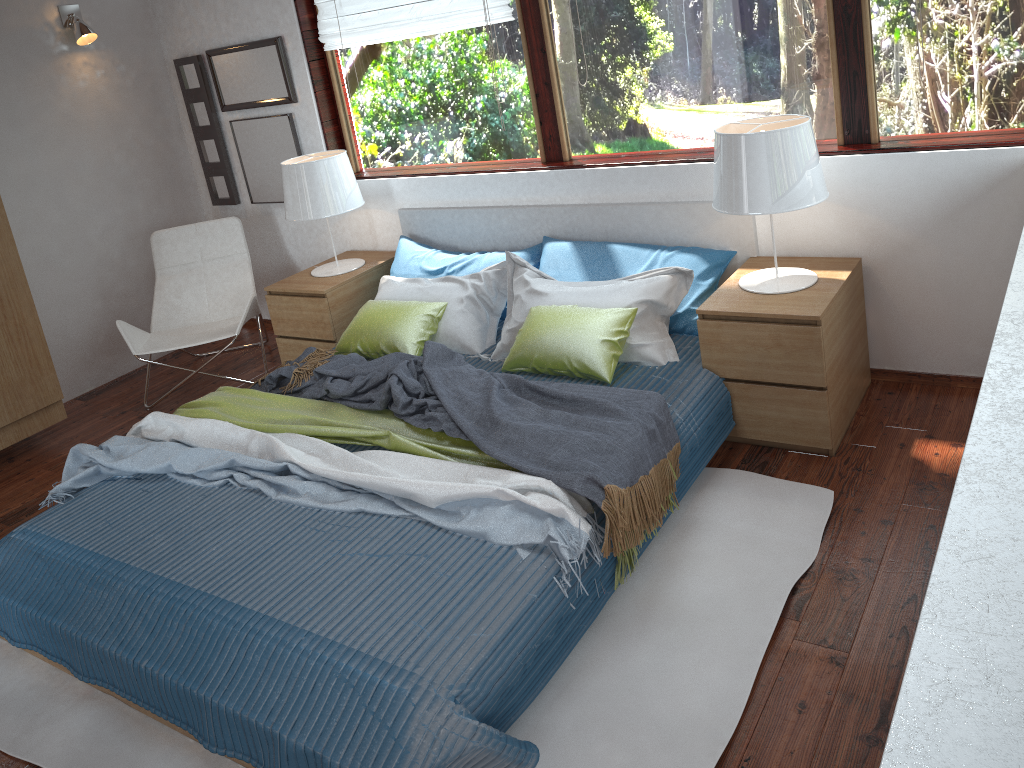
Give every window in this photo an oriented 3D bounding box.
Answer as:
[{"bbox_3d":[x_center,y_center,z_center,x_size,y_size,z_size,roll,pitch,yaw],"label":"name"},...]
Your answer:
[{"bbox_3d":[-2.099,-0.127,0.598,5.287,1.847,8.707,5,27,33],"label":"window"}]

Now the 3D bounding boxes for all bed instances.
[{"bbox_3d":[-0.367,0.067,3.098,2.148,0.735,2.699,6,27,34],"label":"bed"}]

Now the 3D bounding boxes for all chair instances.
[{"bbox_3d":[-1.662,-0.412,4.657,0.699,0.762,0.838,-11,19,-3],"label":"chair"}]

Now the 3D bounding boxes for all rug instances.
[{"bbox_3d":[-0.560,0.595,2.788,2.722,0.047,1.889,6,27,33],"label":"rug"}]

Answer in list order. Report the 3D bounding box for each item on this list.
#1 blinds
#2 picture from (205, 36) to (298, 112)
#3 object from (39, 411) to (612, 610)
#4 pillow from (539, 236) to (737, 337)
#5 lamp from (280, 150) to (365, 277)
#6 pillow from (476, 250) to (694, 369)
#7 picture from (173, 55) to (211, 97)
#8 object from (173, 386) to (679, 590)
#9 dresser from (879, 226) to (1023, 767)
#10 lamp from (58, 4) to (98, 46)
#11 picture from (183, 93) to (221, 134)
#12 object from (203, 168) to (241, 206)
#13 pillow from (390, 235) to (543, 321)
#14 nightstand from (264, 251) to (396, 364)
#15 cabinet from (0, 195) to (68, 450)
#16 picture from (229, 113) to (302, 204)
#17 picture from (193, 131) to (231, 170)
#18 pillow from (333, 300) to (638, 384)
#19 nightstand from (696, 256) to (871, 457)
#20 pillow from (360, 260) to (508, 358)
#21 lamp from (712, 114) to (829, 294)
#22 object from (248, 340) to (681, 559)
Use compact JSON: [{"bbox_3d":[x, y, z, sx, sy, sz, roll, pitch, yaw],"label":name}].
[{"bbox_3d":[-0.537,-1.942,4.268,1.240,0.473,0.057,6,21,35],"label":"blinds"},{"bbox_3d":[-1.462,-1.717,4.863,0.628,0.347,0.043,5,20,35],"label":"picture"},{"bbox_3d":[-0.709,0.411,2.729,2.157,0.359,0.563,4,24,30],"label":"object"},{"bbox_3d":[0.458,-0.427,3.686,0.923,0.304,0.384,5,24,32],"label":"pillow"},{"bbox_3d":[-0.944,-0.866,4.428,0.406,0.563,0.425,1,20,32],"label":"lamp"},{"bbox_3d":[0.281,-0.299,3.431,0.852,0.374,0.378,3,22,29],"label":"pillow"},{"bbox_3d":[-1.878,-1.805,5.119,0.223,0.215,0.042,4,20,35],"label":"picture"},{"bbox_3d":[-0.476,0.309,3.009,2.108,0.427,0.516,4,24,30],"label":"object"},{"bbox_3d":[1.244,0.324,1.627,0.617,0.840,3.269,2,25,34],"label":"dresser"},{"bbox_3d":[-2.353,-1.964,4.760,0.152,0.217,0.126,3,21,36],"label":"lamp"},{"bbox_3d":[-1.838,-1.601,5.174,0.223,0.215,0.042,4,20,35],"label":"picture"},{"bbox_3d":[-1.759,-1.193,5.284,0.223,0.215,0.042,4,20,35],"label":"object"},{"bbox_3d":[-0.255,-0.515,4.173,0.914,0.314,0.364,5,24,32],"label":"pillow"},{"bbox_3d":[-0.859,-0.341,4.544,0.429,0.517,0.638,2,23,34],"label":"nightstand"},{"bbox_3d":[-3.143,-0.489,3.189,0.583,2.299,2.306,0,21,34],"label":"cabinet"},{"bbox_3d":[-1.375,-1.273,4.969,0.506,0.483,0.045,4,19,35],"label":"picture"},{"bbox_3d":[-1.798,-1.397,5.229,0.223,0.215,0.042,4,20,35],"label":"picture"},{"bbox_3d":[-0.158,-0.210,3.537,1.384,0.209,0.326,6,26,34],"label":"pillow"},{"bbox_3d":[1.029,-0.122,3.249,0.429,0.517,0.638,2,23,34],"label":"nightstand"},{"bbox_3d":[-0.378,-0.346,3.910,0.873,0.343,0.497,3,24,30],"label":"pillow"},{"bbox_3d":[0.929,-0.648,3.144,0.405,0.563,0.426,-1,19,27],"label":"lamp"},{"bbox_3d":[-0.341,0.081,3.115,2.150,0.388,0.654,12,30,42],"label":"object"}]
